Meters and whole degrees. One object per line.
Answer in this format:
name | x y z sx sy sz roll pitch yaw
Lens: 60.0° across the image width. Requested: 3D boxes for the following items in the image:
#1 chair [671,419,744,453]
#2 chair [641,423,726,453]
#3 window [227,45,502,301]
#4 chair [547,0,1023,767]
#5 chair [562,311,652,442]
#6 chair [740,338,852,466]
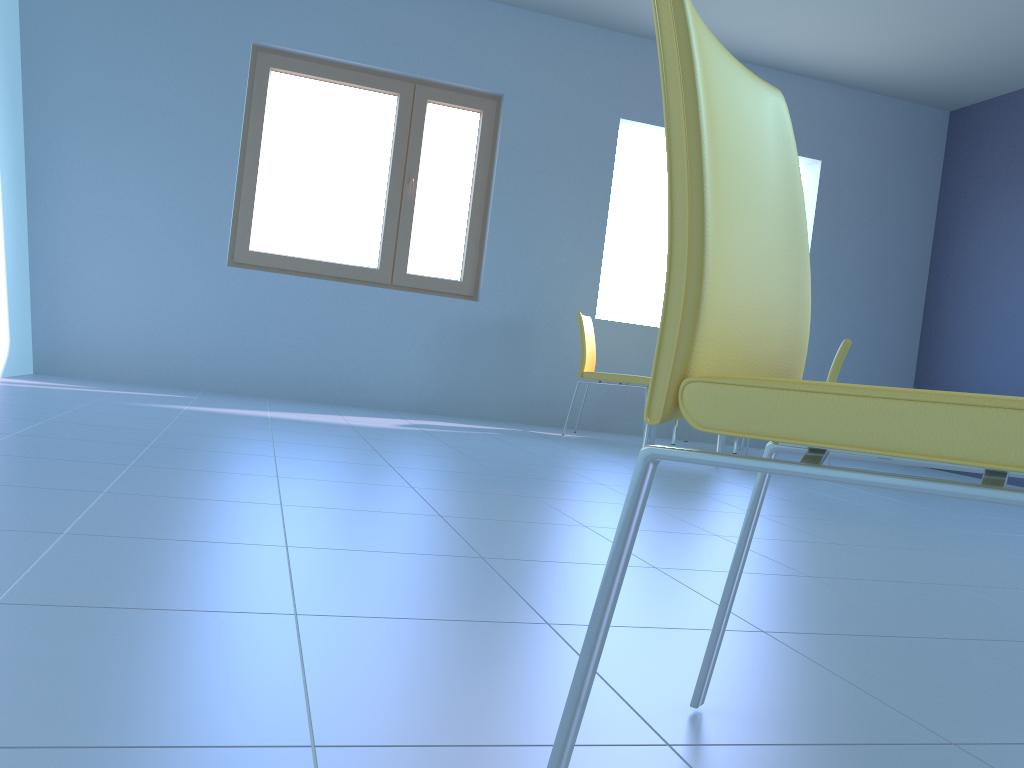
chair | 1.252 0.040 5.439 0.387 0.695 0.484 7 1 20
chair | 0.895 0.019 4.417 0.387 0.695 0.484 7 1 15
window | -0.843 -1.211 5.239 1.475 1.263 0.142 7 1 -16
chair | 0.339 0.034 0.732 0.484 0.695 0.387 8 2 32
chair | 0.580 -0.034 5.076 0.484 0.695 0.387 7 1 15
chair | 1.531 0.091 4.785 0.484 0.699 0.387 7 1 20
